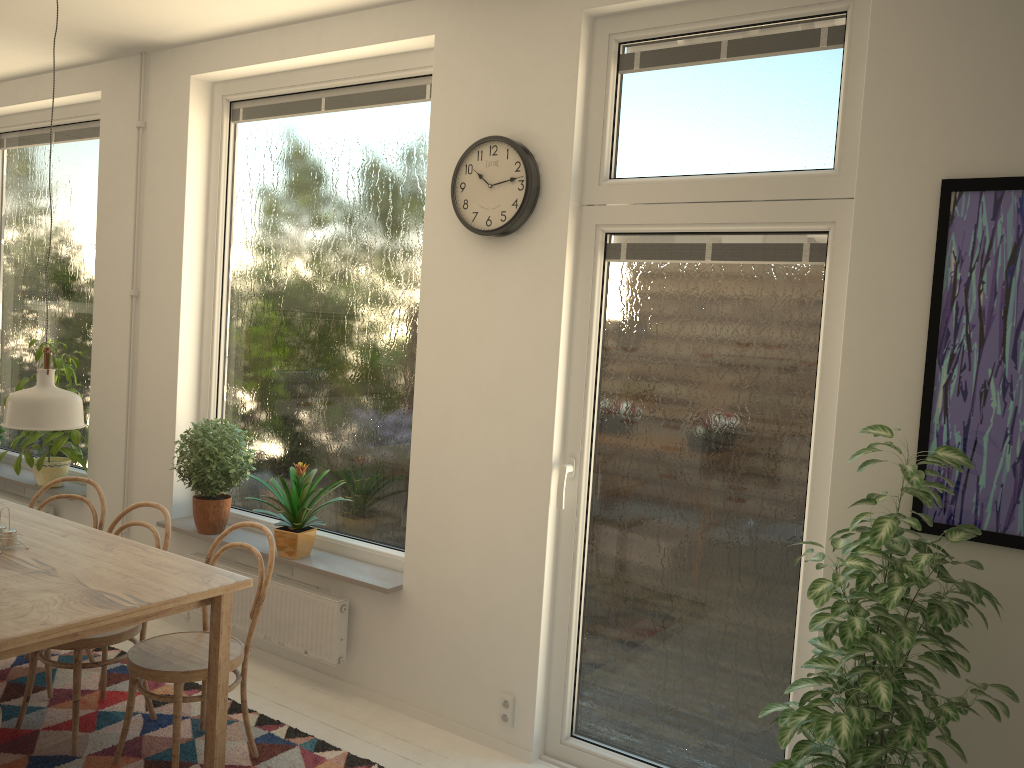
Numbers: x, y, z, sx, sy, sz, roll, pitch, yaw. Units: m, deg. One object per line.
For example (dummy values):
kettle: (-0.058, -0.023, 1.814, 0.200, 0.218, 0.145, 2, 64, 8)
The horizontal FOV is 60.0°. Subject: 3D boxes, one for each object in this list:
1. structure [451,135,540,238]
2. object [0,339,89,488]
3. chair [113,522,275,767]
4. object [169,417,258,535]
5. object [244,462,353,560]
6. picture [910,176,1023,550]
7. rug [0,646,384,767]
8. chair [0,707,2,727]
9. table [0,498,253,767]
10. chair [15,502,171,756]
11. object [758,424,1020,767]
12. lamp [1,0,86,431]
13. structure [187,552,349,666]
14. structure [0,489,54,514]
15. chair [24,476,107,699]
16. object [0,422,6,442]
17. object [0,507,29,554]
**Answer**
structure: (-0.069, -0.739, 3.321, 0.371, 0.371, 0.074, 6, 4, 34)
object: (-2.608, 0.175, 5.010, 0.615, 0.841, 0.485, 4, 3, 13)
chair: (-1.102, 0.923, 3.126, 0.385, 0.810, 0.483, 6, 4, 36)
object: (-1.446, 0.438, 4.273, 0.395, 0.560, 0.383, 6, 4, 32)
object: (-0.950, 0.560, 3.928, 0.487, 0.425, 0.417, 7, 5, 41)
picture: (1.401, -0.052, 2.367, 0.546, 0.999, 0.018, 6, 4, 34)
rug: (-2.018, 1.271, 3.184, 3.026, 0.035, 1.749, 6, 4, 34)
chair: (-1.658, 0.934, 2.410, 0.385, 0.810, 0.483, 6, 4, 31)
table: (-1.844, 0.923, 2.988, 1.798, 0.748, 0.894, 6, 4, 34)
chair: (-1.559, 0.880, 3.344, 0.385, 0.810, 0.483, 6, 4, 31)
object: (0.967, 0.818, 2.320, 0.568, 1.423, 0.514, 3, 3, -13)
lamp: (-1.372, -0.667, 2.654, 0.229, 1.595, 0.230, 2, 4, -21)
structure: (-1.122, 1.005, 4.045, 1.029, 0.278, 0.113, 6, 4, 34)
structure: (-3.052, 0.796, 5.346, 1.016, 0.276, 0.113, 6, 4, 34)
chair: (-1.969, 0.829, 3.730, 0.385, 0.810, 0.484, 4, 3, 6)
object: (-3.528, -0.084, 5.266, 0.943, 1.207, 0.261, 1, 4, -40)
object: (-1.723, 0.486, 3.008, 0.155, 0.138, 0.095, 6, 4, 34)
